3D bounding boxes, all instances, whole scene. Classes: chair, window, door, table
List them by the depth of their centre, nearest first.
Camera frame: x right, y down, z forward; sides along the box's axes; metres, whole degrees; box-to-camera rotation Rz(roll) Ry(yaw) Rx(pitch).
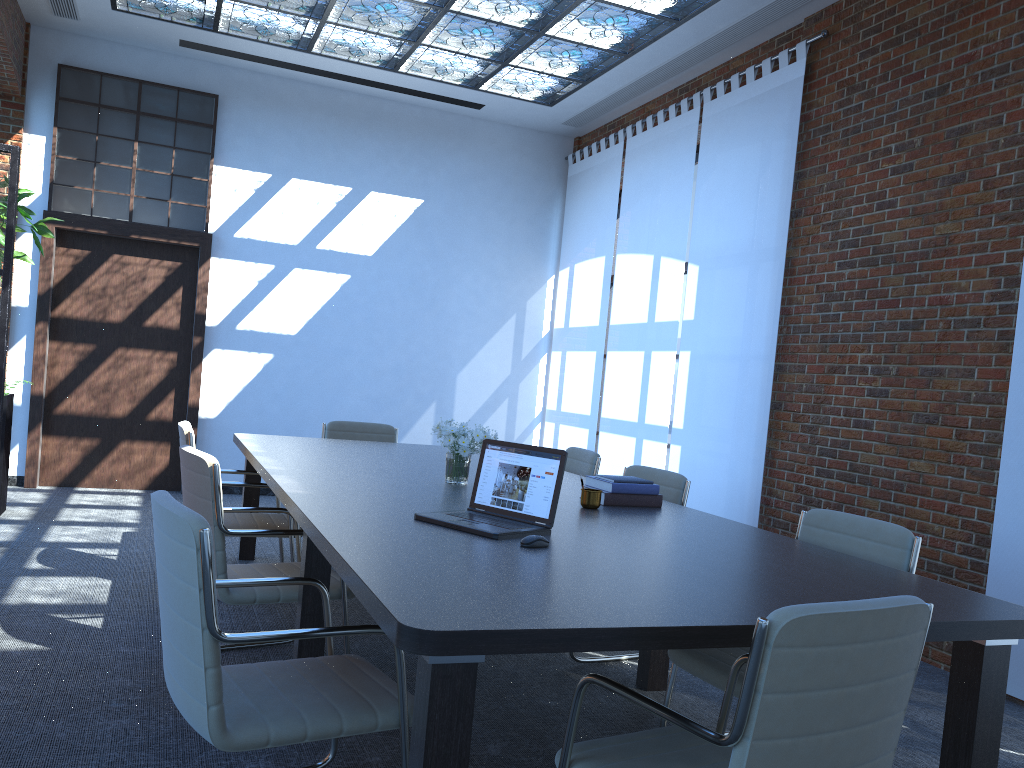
[{"bbox_3d":[0.497,0.884,2.089,0.561,0.924,0.704,4,2,-33],"label":"chair"},{"bbox_3d":[-0.642,0.780,2.458,0.707,0.924,0.558,4,2,-33],"label":"chair"},{"bbox_3d":[0.984,0.929,3.199,0.707,0.924,0.559,5,2,-27],"label":"chair"},{"bbox_3d":[-1.047,0.744,3.742,0.707,0.924,0.558,4,2,-33],"label":"chair"},{"bbox_3d":[-0.223,0.877,4.121,1.811,0.811,4.495,5,0,-22],"label":"table"},{"bbox_3d":[0.454,0.882,4.544,0.707,0.924,0.558,4,2,-28],"label":"chair"},{"bbox_3d":[-1.547,0.699,5.013,0.707,0.924,0.559,5,2,-22],"label":"chair"},{"bbox_3d":[2.705,-0.260,5.268,0.160,3.612,9.602,4,1,-22],"label":"window"},{"bbox_3d":[0.129,0.853,5.642,0.707,0.924,0.559,5,2,-18],"label":"chair"},{"bbox_3d":[-1.025,0.747,6.191,0.560,0.924,0.705,5,2,-22],"label":"chair"},{"bbox_3d":[-3.384,-2.076,7.964,1.330,1.294,0.059,5,2,-22],"label":"window"},{"bbox_3d":[-3.568,-0.243,8.090,1.402,2.438,0.200,5,2,-22],"label":"door"}]

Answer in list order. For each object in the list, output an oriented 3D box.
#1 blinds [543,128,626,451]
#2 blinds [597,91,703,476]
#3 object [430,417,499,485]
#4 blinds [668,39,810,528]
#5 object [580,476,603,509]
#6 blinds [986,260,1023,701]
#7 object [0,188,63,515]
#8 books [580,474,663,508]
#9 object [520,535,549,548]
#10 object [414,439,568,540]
[{"bbox_3d":[0.669,-0.552,8.961,0.040,3.762,1.216,4,2,-22],"label":"blinds"},{"bbox_3d":[1.136,-0.510,7.776,0.040,3.762,1.216,4,2,-22],"label":"blinds"},{"bbox_3d":[-0.235,0.313,4.164,0.329,0.310,0.335,5,1,-11],"label":"object"},{"bbox_3d":[1.598,-0.469,6.600,0.040,3.762,1.216,4,2,-22],"label":"blinds"},{"bbox_3d":[0.333,0.449,3.704,0.091,0.142,0.091,4,2,-44],"label":"object"},{"bbox_3d":[2.725,-0.367,3.740,0.040,3.762,1.311,4,2,-22],"label":"blinds"},{"bbox_3d":[-3.861,-0.297,6.465,0.946,2.494,1.321,4,2,-21],"label":"object"},{"bbox_3d":[0.490,0.477,3.990,0.295,0.115,0.254,5,0,-23],"label":"books"},{"bbox_3d":[0.069,0.479,2.707,0.101,0.034,0.059,5,1,-41],"label":"object"},{"bbox_3d":[-0.074,0.342,2.995,0.389,0.283,0.323,6,1,42],"label":"object"}]
